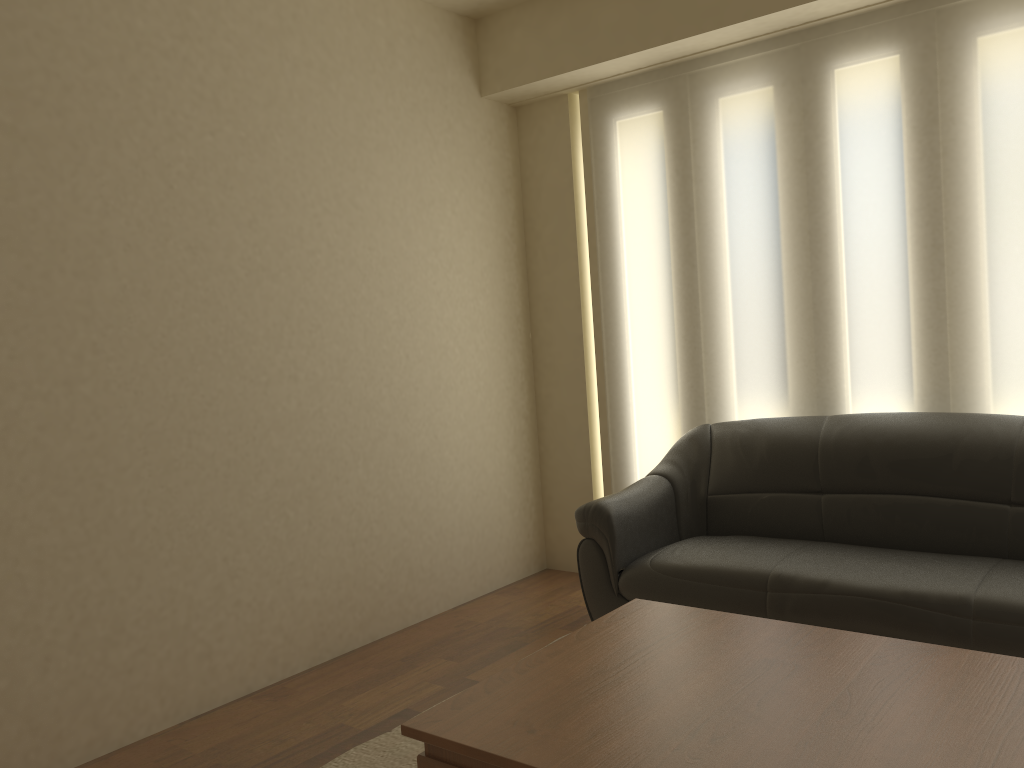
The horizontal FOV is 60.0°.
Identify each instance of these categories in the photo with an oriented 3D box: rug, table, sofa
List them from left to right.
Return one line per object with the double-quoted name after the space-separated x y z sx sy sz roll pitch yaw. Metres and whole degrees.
0.560 0.958 2.059 1.213 0.482 1.045 -1 4 39 "table"
1.427 0.602 3.258 2.337 0.918 0.944 -1 4 39 "sofa"
0.973 1.175 1.979 3.592 0.011 2.482 -1 4 39 "rug"

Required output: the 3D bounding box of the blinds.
1.575 -0.344 3.785 2.830 2.453 0.002 -1 4 39 "blinds"
